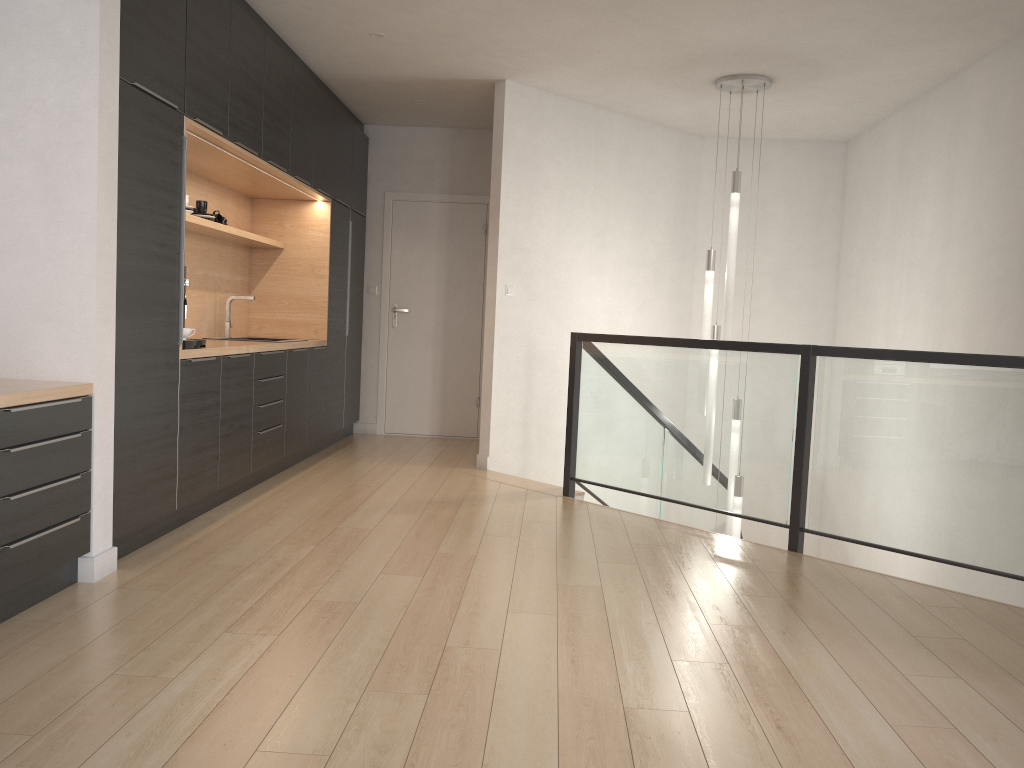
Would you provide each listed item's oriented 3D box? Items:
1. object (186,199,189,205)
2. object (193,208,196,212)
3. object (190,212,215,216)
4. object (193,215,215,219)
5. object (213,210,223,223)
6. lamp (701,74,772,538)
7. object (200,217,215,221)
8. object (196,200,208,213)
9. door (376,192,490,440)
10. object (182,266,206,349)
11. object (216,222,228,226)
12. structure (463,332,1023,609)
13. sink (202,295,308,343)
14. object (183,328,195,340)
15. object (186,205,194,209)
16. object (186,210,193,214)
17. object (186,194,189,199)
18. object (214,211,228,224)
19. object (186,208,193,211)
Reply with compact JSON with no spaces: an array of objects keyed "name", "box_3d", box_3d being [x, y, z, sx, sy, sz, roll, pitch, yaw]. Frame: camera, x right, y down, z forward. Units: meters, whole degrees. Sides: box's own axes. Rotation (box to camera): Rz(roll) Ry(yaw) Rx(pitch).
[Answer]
[{"name":"object","box_3d":[-1.846,-1.000,4.924,0.095,0.057,0.099,1,4,-25]},{"name":"object","box_3d":[-1.922,-1.021,5.407,0.084,0.092,0.066,3,4,9]},{"name":"object","box_3d":[-1.846,-1.000,5.283,0.145,0.025,0.145,4,4,16]},{"name":"object","box_3d":[-1.845,-0.988,5.287,0.145,0.025,0.145,4,4,16]},{"name":"object","box_3d":[-1.862,-1.039,5.540,0.100,0.093,0.066,4,4,17]},{"name":"lamp","box_3d":[1.493,-1.141,5.927,0.359,6.725,0.359,6,5,39]},{"name":"object","box_3d":[-1.847,-0.976,5.285,0.145,0.025,0.145,4,4,16]},{"name":"object","box_3d":[-1.844,-1.042,5.273,0.066,0.092,0.084,0,4,-29]},{"name":"door","box_3d":[-0.673,-0.592,7.795,0.974,2.136,0.085,3,4,3]},{"name":"object","box_3d":[-1.777,-0.392,4.437,0.584,0.398,0.618,3,4,3]},{"name":"object","box_3d":[-1.859,-0.996,5.568,0.145,0.025,0.145,3,4,5]},{"name":"structure","box_3d":[2.044,1.926,5.566,2.823,4.339,4.190,-1,5,-42]},{"name":"sink","box_3d":[-1.710,-0.329,5.970,0.512,0.518,0.626,3,4,3]},{"name":"object","box_3d":[-1.591,-0.241,4.266,0.099,0.057,0.095,3,4,5]},{"name":"object","box_3d":[-1.844,-0.975,4.923,0.145,0.025,0.145,2,4,-11]},{"name":"object","box_3d":[-1.845,-0.951,4.924,0.145,0.025,0.145,2,4,-11]},{"name":"object","box_3d":[-1.842,-1.034,4.919,0.098,0.075,0.095,4,4,14]},{"name":"object","box_3d":[-1.851,-1.048,5.602,0.100,0.093,0.066,3,4,12]},{"name":"object","box_3d":[-1.846,-0.962,4.926,0.145,0.025,0.145,2,4,-11]}]
